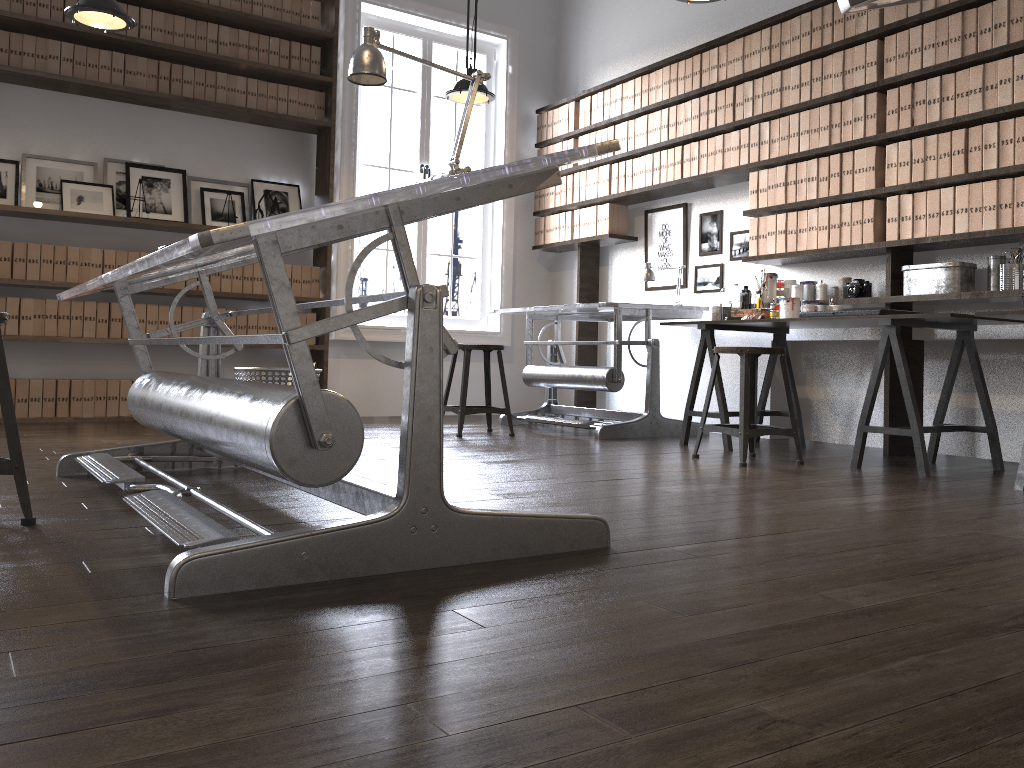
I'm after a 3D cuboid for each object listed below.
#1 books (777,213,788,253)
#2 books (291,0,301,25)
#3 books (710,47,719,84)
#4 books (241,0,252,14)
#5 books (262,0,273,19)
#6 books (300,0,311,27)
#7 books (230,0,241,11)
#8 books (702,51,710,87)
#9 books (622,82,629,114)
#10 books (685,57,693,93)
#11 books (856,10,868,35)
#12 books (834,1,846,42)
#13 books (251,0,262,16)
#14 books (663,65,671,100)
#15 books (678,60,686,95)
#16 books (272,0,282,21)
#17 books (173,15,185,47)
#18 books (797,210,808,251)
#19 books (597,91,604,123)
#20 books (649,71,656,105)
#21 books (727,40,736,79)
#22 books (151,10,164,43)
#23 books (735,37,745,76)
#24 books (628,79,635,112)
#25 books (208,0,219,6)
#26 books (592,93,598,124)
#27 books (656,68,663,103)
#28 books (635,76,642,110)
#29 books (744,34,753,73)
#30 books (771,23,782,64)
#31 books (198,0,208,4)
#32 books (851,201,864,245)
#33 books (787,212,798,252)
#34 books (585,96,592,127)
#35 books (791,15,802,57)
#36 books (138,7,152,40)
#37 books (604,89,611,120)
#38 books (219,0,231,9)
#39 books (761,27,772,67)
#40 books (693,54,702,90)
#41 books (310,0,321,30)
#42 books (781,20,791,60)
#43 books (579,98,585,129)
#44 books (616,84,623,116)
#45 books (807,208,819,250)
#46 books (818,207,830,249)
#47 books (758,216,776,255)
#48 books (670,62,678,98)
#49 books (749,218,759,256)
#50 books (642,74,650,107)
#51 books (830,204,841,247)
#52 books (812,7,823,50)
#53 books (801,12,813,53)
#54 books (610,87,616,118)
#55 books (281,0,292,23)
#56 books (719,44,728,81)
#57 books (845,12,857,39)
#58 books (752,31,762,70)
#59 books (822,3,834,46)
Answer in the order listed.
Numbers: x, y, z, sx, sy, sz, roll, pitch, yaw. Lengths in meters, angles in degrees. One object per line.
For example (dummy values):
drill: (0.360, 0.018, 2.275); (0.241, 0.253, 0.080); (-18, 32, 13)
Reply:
books: (1.585, -0.844, 5.019); (0.174, 0.226, 0.067); (2, -1, -33)
books: (-1.538, -2.571, 6.189); (0.066, 0.226, 0.174); (2, -1, -33)
books: (1.316, -1.957, 5.507); (0.174, 0.226, 0.066); (2, -1, -33)
books: (-1.823, -2.573, 6.004); (0.066, 0.226, 0.174); (2, -1, -33)
books: (-1.702, -2.572, 6.080); (0.066, 0.226, 0.174); (2, -1, -33)
books: (-1.479, -2.570, 6.228); (0.066, 0.226, 0.174); (2, -1, -33)
books: (-1.883, -2.573, 5.968); (0.066, 0.226, 0.174); (2, -1, -33)
books: (1.281, -1.960, 5.569); (0.174, 0.226, 0.066); (2, -1, -33)
books: (0.862, -1.987, 6.212); (0.174, 0.226, 0.066); (2, -1, -33)
books: (1.200, -1.965, 5.694); (0.174, 0.226, 0.066); (2, -1, -33)
books: (1.884, -1.920, 4.632); (0.174, 0.226, 0.066); (2, -1, -33)
books: (1.810, -1.925, 4.750); (0.174, 0.226, 0.066); (2, -1, -33)
books: (-1.762, -2.572, 6.039); (0.067, 0.226, 0.174); (2, -1, -33)
books: (1.085, -1.972, 5.859); (0.174, 0.226, 0.066); (2, -1, -33)
books: (1.162, -1.968, 5.748); (0.174, 0.226, 0.066); (2, -1, -33)
books: (-1.650, -2.571, 6.116); (0.066, 0.226, 0.174); (2, -1, -33)
books: (-2.185, -2.257, 5.761); (0.067, 0.226, 0.174); (2, -1, -33)
books: (1.666, -0.839, 4.904); (0.174, 0.226, 0.066); (2, -1, -33)
books: (0.710, -1.997, 6.442); (0.174, 0.226, 0.066); (2, -1, -33)
books: (1.014, -1.977, 5.982); (0.174, 0.226, 0.066); (2, -1, -33)
books: (1.396, -1.952, 5.390); (0.174, 0.226, 0.066); (2, -1, -33)
books: (-2.295, -2.258, 5.693); (0.066, 0.226, 0.174); (2, -1, -33)
books: (1.428, -1.950, 5.330); (0.174, 0.226, 0.067); (2, -1, -33)
books: (0.895, -1.985, 6.159); (0.174, 0.226, 0.066); (2, -1, -33)
books: (-1.998, -2.574, 5.885); (0.066, 0.226, 0.174); (2, -1, -33)
books: (0.675, -2.000, 6.505); (0.174, 0.226, 0.066); (2, -1, -33)
books: (1.048, -1.975, 5.922); (0.174, 0.226, 0.066); (2, -1, -33)
books: (0.933, -1.983, 6.097); (0.174, 0.226, 0.067); (2, -1, -33)
books: (1.468, -1.948, 5.277); (0.174, 0.226, 0.066); (2, -1, -33)
books: (1.580, -1.940, 5.104); (0.174, 0.226, 0.066); (2, -1, -33)
books: (-2.059, -2.575, 5.845); (0.067, 0.226, 0.174); (2, -1, -33)
books: (1.852, -0.827, 4.616); (0.174, 0.226, 0.066); (2, -1, -33)
books: (1.626, -0.841, 4.962); (0.174, 0.226, 0.066); (2, -1, -33)
books: (0.629, -2.003, 6.565); (0.174, 0.226, 0.067); (2, -1, -33)
books: (1.654, -1.935, 4.986); (0.174, 0.226, 0.066); (2, -1, -33)
books: (-2.355, -2.258, 5.652); (0.067, 0.226, 0.174); (2, -1, -33)
books: (0.752, -1.995, 6.385); (0.174, 0.226, 0.066); (2, -1, -33)
books: (-1.939, -2.574, 5.927); (0.066, 0.226, 0.174); (2, -1, -33)
books: (1.539, -1.943, 5.161); (0.174, 0.226, 0.067); (2, -1, -33)
books: (1.235, -1.963, 5.629); (0.174, 0.226, 0.067); (2, -1, -33)
books: (-1.417, -2.569, 6.263); (0.066, 0.226, 0.174); (2, -1, -33)
books: (1.620, -1.938, 5.047); (0.174, 0.226, 0.066); (2, -1, -33)
books: (0.594, -2.005, 6.630); (0.174, 0.226, 0.066); (2, -1, -33)
books: (0.822, -1.990, 6.266); (0.174, 0.226, 0.067); (2, -1, -33)
books: (1.701, -0.837, 4.844); (0.174, 0.226, 0.066); (2, -1, -33)
books: (1.737, -0.834, 4.781); (0.174, 0.226, 0.066); (2, -1, -33)
books: (1.514, -0.849, 5.134); (0.174, 0.226, 0.066); (2, -1, -33)
books: (1.124, -1.970, 5.798); (0.174, 0.226, 0.067); (2, -1, -33)
books: (1.474, -0.851, 5.188); (0.174, 0.226, 0.067); (2, -1, -33)
books: (0.974, -1.980, 6.040); (0.174, 0.226, 0.066); (2, -1, -33)
books: (1.776, -0.831, 4.720); (0.174, 0.226, 0.067); (2, -1, -33)
books: (1.730, -1.930, 4.863); (0.174, 0.226, 0.067); (2, -1, -33)
books: (1.691, -1.933, 4.923); (0.174, 0.226, 0.066); (2, -1, -33)
books: (0.790, -1.992, 6.326); (0.174, 0.226, 0.066); (2, -1, -33)
books: (-1.592, -2.571, 6.148); (0.067, 0.226, 0.174); (2, -1, -33)
books: (1.358, -1.955, 5.450); (0.174, 0.226, 0.066); (2, -1, -33)
books: (1.849, -1.922, 4.692); (0.174, 0.226, 0.066); (2, -1, -33)
books: (1.501, -1.945, 5.223); (0.174, 0.226, 0.066); (2, -1, -33)
books: (1.768, -1.928, 4.812); (0.174, 0.226, 0.066); (2, -1, -33)
